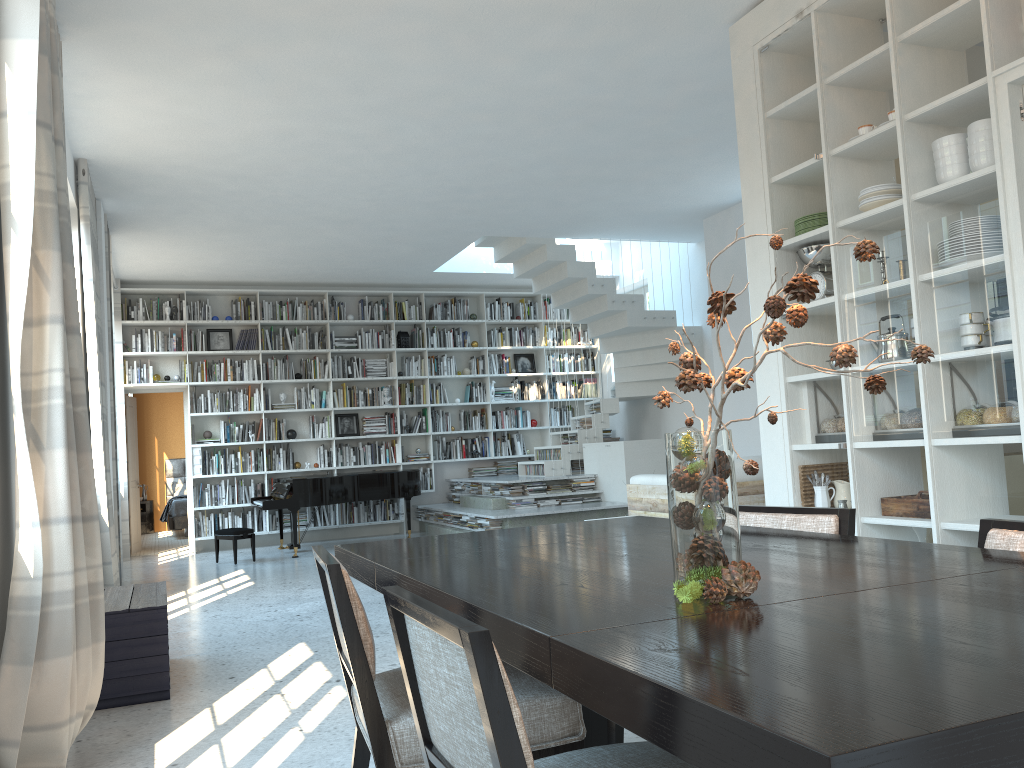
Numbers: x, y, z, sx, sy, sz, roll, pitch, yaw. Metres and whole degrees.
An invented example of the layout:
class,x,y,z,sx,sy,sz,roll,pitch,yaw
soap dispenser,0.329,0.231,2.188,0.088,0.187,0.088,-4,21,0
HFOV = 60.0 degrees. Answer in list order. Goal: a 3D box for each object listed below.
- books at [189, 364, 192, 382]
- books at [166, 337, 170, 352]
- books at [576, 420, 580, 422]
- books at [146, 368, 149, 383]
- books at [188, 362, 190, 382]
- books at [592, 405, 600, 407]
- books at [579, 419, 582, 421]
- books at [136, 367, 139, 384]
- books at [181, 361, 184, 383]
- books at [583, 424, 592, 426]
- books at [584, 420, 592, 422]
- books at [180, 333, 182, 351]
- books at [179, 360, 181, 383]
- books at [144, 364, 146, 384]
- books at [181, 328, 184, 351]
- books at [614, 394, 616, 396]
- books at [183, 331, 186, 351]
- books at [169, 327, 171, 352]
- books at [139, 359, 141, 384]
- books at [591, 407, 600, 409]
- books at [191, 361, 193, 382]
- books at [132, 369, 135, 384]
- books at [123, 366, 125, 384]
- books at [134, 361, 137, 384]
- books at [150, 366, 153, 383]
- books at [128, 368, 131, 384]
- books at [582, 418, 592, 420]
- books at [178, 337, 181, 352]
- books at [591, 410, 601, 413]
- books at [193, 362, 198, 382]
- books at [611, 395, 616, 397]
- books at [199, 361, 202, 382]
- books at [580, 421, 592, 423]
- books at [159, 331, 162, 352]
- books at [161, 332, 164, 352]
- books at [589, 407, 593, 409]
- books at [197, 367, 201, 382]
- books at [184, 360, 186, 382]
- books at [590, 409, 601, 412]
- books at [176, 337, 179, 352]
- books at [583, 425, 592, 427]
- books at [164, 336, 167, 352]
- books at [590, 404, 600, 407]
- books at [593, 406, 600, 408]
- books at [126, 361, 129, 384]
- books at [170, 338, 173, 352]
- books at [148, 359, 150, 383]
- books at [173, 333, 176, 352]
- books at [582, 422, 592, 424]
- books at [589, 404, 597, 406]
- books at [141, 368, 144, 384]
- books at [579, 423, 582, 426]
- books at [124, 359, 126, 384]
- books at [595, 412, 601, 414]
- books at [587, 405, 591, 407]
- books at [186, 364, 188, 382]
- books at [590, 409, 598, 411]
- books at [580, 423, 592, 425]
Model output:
class,x,y,z,sx,sy,sz,roll,pitch,yaw
books,-3.865,-0.117,10.654,0.022,0.232,0.151,-2,-4,-22
books,-4.113,-0.456,10.602,0.029,0.197,0.144,-2,-4,-22
books,0.931,0.470,11.415,0.157,0.014,0.180,-1,-5,-26
books,-4.311,-0.081,10.491,0.029,0.191,0.134,-2,-4,-22
books,-3.885,-0.127,10.657,0.012,0.254,0.161,-2,-4,-22
books,1.116,0.279,11.170,0.174,0.009,0.240,-3,-4,-13
books,0.959,0.446,11.136,0.166,0.017,0.190,-2,-4,-19
books,-4.411,-0.089,10.455,0.023,0.214,0.140,-2,-4,-22
books,-3.951,-0.131,10.640,0.044,0.268,0.134,-2,-4,-22
books,0.985,0.497,10.869,0.214,0.014,0.138,-4,-4,6
books,0.985,0.451,10.889,0.184,0.016,0.179,-4,-4,7
books,-3.975,-0.480,10.655,0.014,0.235,0.144,-2,-4,-22
books,-3.970,-0.140,10.611,0.012,0.285,0.159,-2,-4,-22
books,-4.321,-0.107,10.446,0.021,0.236,0.189,-2,-4,-22
books,-3.960,-0.511,10.651,0.014,0.294,0.173,-2,-4,-22
books,1.442,0.138,11.622,0.150,0.017,0.288,-3,-4,-7
books,-3.941,-0.497,10.674,0.037,0.268,0.113,-2,-4,-22
books,-4.088,-0.512,10.589,0.012,0.303,0.189,-2,-4,-22
books,-4.372,-0.135,10.432,0.013,0.297,0.187,-2,-4,-22
books,1.114,0.298,11.168,0.176,0.007,0.254,-2,-4,-14
books,-3.847,-0.134,10.654,0.012,0.263,0.180,-2,-4,-22
books,-4.455,-0.073,10.436,0.029,0.185,0.135,-2,-4,-22
books,-4.536,-0.091,10.378,0.013,0.222,0.163,-2,-4,-22
books,-4.428,-0.124,10.433,0.022,0.281,0.156,-2,-4,-22
books,-4.260,-0.095,10.477,0.029,0.211,0.187,-2,-4,-22
books,-4.485,-0.080,10.406,0.029,0.197,0.160,-2,-4,-22
books,0.982,0.426,10.883,0.234,0.025,0.157,-5,-4,16
books,-3.987,-0.457,10.634,0.026,0.187,0.154,-2,-4,-22
books,1.109,0.345,11.163,0.182,0.013,0.287,-3,-4,-8
books,-3.819,-0.131,10.682,0.062,0.258,0.153,-2,-4,-22
books,1.430,0.150,11.618,0.184,0.006,0.262,-2,-4,-16
books,-3.758,-0.136,10.698,0.010,0.262,0.151,-2,-4,-22
books,0.983,0.462,10.871,0.295,0.007,0.146,-4,-4,13
books,-4.184,-0.488,10.548,0.025,0.261,0.167,-2,-4,-22
books,-4.158,-0.484,10.557,0.030,0.250,0.166,-2,-4,-22
books,1.097,0.309,11.465,0.168,0.005,0.292,-3,-4,-4
books,-3.767,-0.103,10.675,0.026,0.195,0.175,-2,-4,-22
books,-3.921,-0.142,10.637,0.010,0.286,0.137,-2,-4,-22
books,1.107,0.331,11.164,0.191,0.014,0.244,-3,-4,-9
books,-4.018,-0.459,10.637,0.029,0.195,0.146,-2,-4,-22
books,0.988,0.511,10.881,0.222,0.011,0.180,-4,-4,10
books,-4.136,-0.464,10.584,0.028,0.212,0.138,-2,-4,-22
books,1.107,0.268,11.169,0.191,0.013,0.243,-3,-4,-11
books,1.127,0.288,11.171,0.144,0.011,0.257,-2,-4,-15
books,-4.508,-0.122,10.392,0.023,0.281,0.170,-2,-4,-22
books,-4.070,-0.451,10.608,0.031,0.182,0.151,-2,-4,-22
books,-4.287,-0.137,10.484,0.013,0.298,0.179,-2,-4,-22
books,-4.035,-0.477,10.601,0.029,0.229,0.191,-2,-4,-22
books,0.986,0.479,10.885,0.232,0.011,0.171,-5,-4,15
books,1.099,0.267,11.468,0.165,0.014,0.236,-3,-4,-5
books,-4.357,-0.082,10.449,0.024,0.193,0.181,-2,-4,-22
books,0.967,0.495,11.120,0.178,0.035,0.222,-2,-4,-17
books,-4.534,-0.130,10.407,0.013,0.302,0.135,-2,-4,-22
books,1.138,0.357,11.169,0.130,0.014,0.249,-3,-4,-9
books,1.090,0.282,11.466,0.190,0.015,0.230,-3,-4,-8
books,-3.892,-0.115,10.607,0.021,0.224,0.232,-2,-4,-22
books,1.115,0.320,11.166,0.187,0.009,0.261,-3,-4,-12
books,0.984,0.487,10.869,0.295,0.006,0.146,-4,-4,13
